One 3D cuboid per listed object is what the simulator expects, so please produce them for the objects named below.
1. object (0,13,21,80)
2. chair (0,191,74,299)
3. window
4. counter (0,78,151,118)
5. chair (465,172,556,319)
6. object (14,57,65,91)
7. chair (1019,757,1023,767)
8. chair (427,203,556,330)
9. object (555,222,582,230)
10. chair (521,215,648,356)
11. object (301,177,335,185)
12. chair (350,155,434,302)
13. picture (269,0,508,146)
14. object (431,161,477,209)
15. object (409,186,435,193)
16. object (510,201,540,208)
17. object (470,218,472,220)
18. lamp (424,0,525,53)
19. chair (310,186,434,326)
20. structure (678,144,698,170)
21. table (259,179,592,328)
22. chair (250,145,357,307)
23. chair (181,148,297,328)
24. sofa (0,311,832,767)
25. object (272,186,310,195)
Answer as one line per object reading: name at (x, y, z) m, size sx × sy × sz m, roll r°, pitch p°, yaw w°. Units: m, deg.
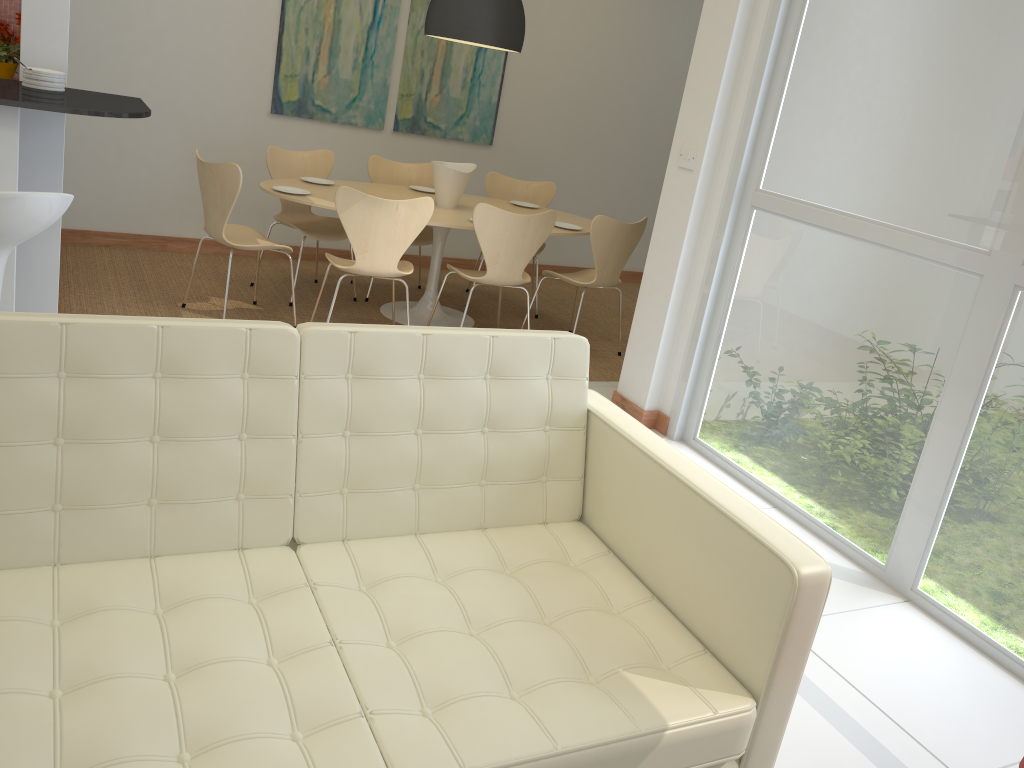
object at (-2.968, -1.934, 5.055) m, size 0.528 × 0.442 × 0.505 m, roll 25°, pitch 22°, yaw 38°
chair at (-1.607, -0.126, 2.688) m, size 0.458 × 1.005 × 0.471 m, roll -4°, pitch 22°, yaw -42°
window at (1.807, -0.371, 2.641) m, size 0.121 × 2.672 × 3.490 m, roll 2°, pitch 20°, yaw -28°
counter at (-2.632, -1.003, 2.540) m, size 2.962 × 0.019 × 0.748 m, roll 0°, pitch 21°, yaw -28°
chair at (-0.002, -1.001, 6.288) m, size 0.521 × 0.893 × 0.524 m, roll 9°, pitch 17°, yaw -5°
object at (-1.726, -1.133, 3.230) m, size 0.173 × 0.096 × 0.142 m, roll -3°, pitch 22°, yaw -35°
chair at (1.112, 0.882, 1.525) m, size 0.705 × 0.804 × 0.712 m, roll 3°, pitch 19°, yaw -23°
chair at (-0.123, -0.612, 5.089) m, size 0.521 × 0.893 × 0.524 m, roll 1°, pitch 19°, yaw -28°
object at (0.338, -0.990, 5.561) m, size 0.212 × 0.015 × 0.212 m, roll 19°, pitch 20°, yaw 24°
chair at (0.459, -0.643, 5.495) m, size 0.523 × 0.893 × 0.522 m, roll -6°, pitch 23°, yaw -44°
object at (-1.210, -1.261, 5.513) m, size 0.210 × 0.015 × 0.214 m, roll 8°, pitch 19°, yaw -7°
chair at (-0.745, -1.047, 6.019) m, size 0.520 × 0.893 × 0.524 m, roll 3°, pitch 18°, yaw -24°
picture at (-0.790, -2.585, 6.376) m, size 1.737 × 1.484 × 0.020 m, roll 1°, pitch 19°, yaw -28°
object at (-0.385, -1.243, 5.503) m, size 0.271 × 0.276 × 0.265 m, roll 12°, pitch 17°, yaw 5°
object at (-0.593, -1.318, 6.013) m, size 0.210 × 0.015 × 0.214 m, roll 7°, pitch 19°, yaw -11°
object at (0.090, -1.250, 6.186) m, size 0.213 × 0.015 × 0.211 m, roll 25°, pitch 23°, yaw 36°
object at (-0.142, -0.936, 5.144) m, size 0.211 × 0.015 × 0.213 m, roll 16°, pitch 19°, yaw 16°
lamp at (-0.103, -2.723, 5.082) m, size 0.593 × 1.471 × 0.604 m, roll 2°, pitch 18°, yaw -27°
chair at (-0.767, -0.623, 4.773) m, size 0.520 × 0.893 × 0.524 m, roll 4°, pitch 18°, yaw -21°
structure at (0.827, -1.070, 4.169) m, size 0.013 × 0.103 × 0.116 m, roll 2°, pitch 19°, yaw -28°
table at (-0.490, -0.780, 5.647) m, size 2.260 × 0.718 × 1.301 m, roll 1°, pitch 21°, yaw -27°
chair at (-1.288, -1.013, 5.628) m, size 0.521 × 0.893 × 0.523 m, roll 24°, pitch 21°, yaw 38°
chair at (-1.481, -0.785, 4.859) m, size 0.517 × 0.893 × 0.528 m, roll -6°, pitch 23°, yaw -43°
sofa at (-0.741, 0.440, 1.632) m, size 2.563 × 0.908 × 1.017 m, roll 0°, pitch 20°, yaw -28°
object at (-1.244, -1.088, 4.990) m, size 0.210 × 0.015 × 0.214 m, roll 8°, pitch 19°, yaw -7°
